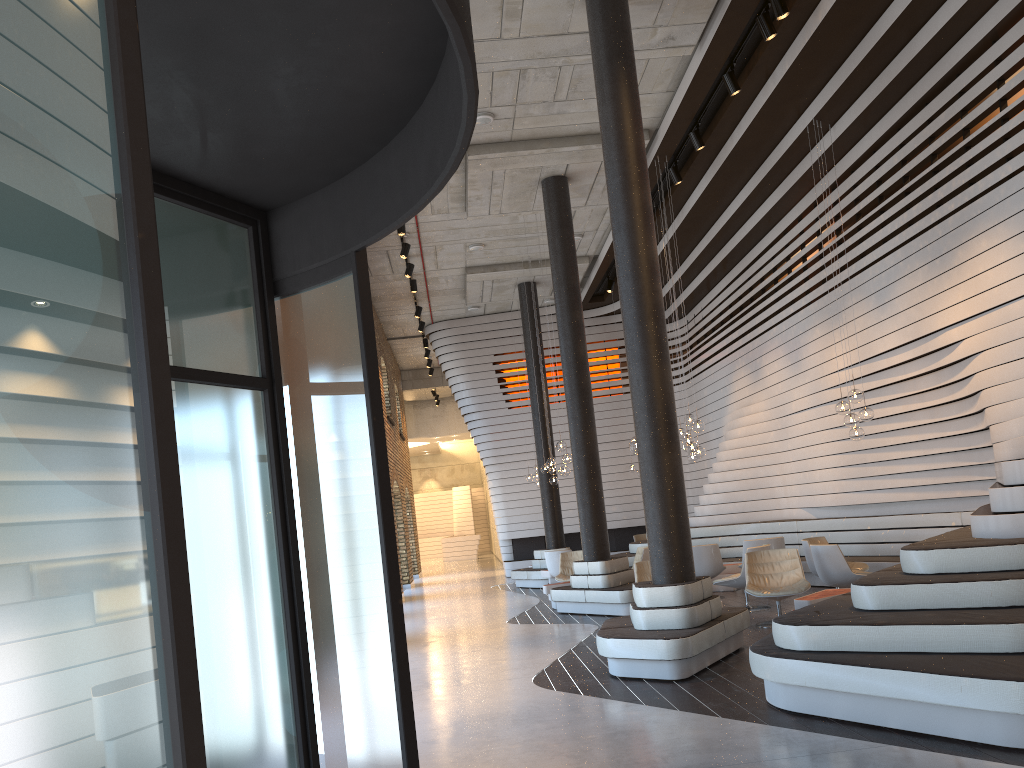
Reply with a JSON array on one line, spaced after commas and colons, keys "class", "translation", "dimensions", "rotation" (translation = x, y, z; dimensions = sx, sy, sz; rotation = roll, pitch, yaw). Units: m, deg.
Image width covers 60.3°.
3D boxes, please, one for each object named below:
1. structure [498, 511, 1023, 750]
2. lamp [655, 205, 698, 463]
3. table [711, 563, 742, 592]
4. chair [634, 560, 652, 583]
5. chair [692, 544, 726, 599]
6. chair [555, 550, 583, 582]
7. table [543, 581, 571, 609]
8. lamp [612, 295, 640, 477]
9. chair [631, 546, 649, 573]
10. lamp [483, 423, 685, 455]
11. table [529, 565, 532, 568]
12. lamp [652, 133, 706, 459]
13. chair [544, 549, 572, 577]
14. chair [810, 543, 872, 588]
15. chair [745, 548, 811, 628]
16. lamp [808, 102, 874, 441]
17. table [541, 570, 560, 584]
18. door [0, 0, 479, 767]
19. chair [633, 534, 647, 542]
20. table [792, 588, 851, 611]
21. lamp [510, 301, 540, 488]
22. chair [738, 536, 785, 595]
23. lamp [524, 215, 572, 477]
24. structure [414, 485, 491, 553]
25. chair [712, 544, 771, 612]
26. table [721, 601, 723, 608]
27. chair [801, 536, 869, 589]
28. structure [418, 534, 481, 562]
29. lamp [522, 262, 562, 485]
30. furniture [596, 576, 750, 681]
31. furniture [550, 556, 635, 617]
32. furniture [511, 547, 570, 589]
[{"class": "structure", "translation": [3.571, 2.600, 13.396], "dimensions": [5.756, 0.921, 18.429], "rotation": [-5, -9, -7]}, {"class": "lamp", "translation": [2.492, -1.080, 13.717], "dimensions": [0.292, 4.647, 0.549], "rotation": [-6, -3, -9]}, {"class": "table", "translation": [3.063, 2.897, 13.148], "dimensions": [0.917, 0.368, 0.412], "rotation": [-11, -7, 29]}, {"class": "chair", "translation": [1.697, 2.329, 9.709], "dimensions": [0.656, 0.761, 0.717], "rotation": [-6, -5, -3]}, {"class": "chair", "translation": [2.651, 2.617, 12.309], "dimensions": [0.661, 0.761, 0.711], "rotation": [-8, -6, 17]}, {"class": "chair", "translation": [1.030, 3.038, 13.940], "dimensions": [0.660, 0.761, 0.712], "rotation": [-8, -5, 14]}, {"class": "table", "translation": [0.903, 3.128, 13.130], "dimensions": [0.902, 0.368, 0.419], "rotation": [-5, -6, -10]}, {"class": "lamp", "translation": [2.466, -0.357, 18.503], "dimensions": [0.549, 4.647, 0.292], "rotation": [-7, -3, 22]}, {"class": "chair", "translation": [1.775, 2.845, 13.193], "dimensions": [0.710, 0.762, 0.662], "rotation": [-6, -5, 0]}, {"class": "lamp", "translation": [2.876, -2.420, 3.931], "dimensions": [9.019, 4.581, 42.365], "rotation": [-6, -8, -4]}, {"class": "table", "translation": [0.759, 3.970, 18.618], "dimensions": [0.899, 0.368, 0.420], "rotation": [-3, -7, -25]}, {"class": "lamp", "translation": [2.172, -1.342, 11.810], "dimensions": [0.310, 4.713, 0.664], "rotation": [-6, -3, 5]}, {"class": "chair", "translation": [0.943, 3.273, 15.437], "dimensions": [0.665, 0.761, 0.707], "rotation": [-10, -6, 34]}, {"class": "chair", "translation": [3.707, 2.114, 9.730], "dimensions": [0.709, 0.762, 0.663], "rotation": [-6, -5, -4]}, {"class": "chair", "translation": [2.799, 2.150, 9.315], "dimensions": [0.660, 0.761, 0.712], "rotation": [-7, -5, 13]}, {"class": "lamp", "translation": [3.683, -1.662, 10.216], "dimensions": [0.527, 4.686, 0.338], "rotation": [-4, -3, -42]}, {"class": "table", "translation": [0.989, 3.582, 16.206], "dimensions": [0.907, 0.368, 0.416], "rotation": [-7, -6, 5]}, {"class": "door", "translation": [-1.552, 0.543, 2.062], "dimensions": [3.207, 2.834, 3.276], "rotation": [-7, -6, 3]}, {"class": "chair", "translation": [2.919, 3.502, 18.377], "dimensions": [0.651, 0.761, 0.722], "rotation": [-3, -6, -30]}, {"class": "table", "translation": [3.031, 2.196, 8.467], "dimensions": [0.899, 0.368, 0.420], "rotation": [-2, -7, -30]}, {"class": "lamp", "translation": [0.290, -0.031, 19.112], "dimensions": [0.539, 4.601, 0.279], "rotation": [-4, -4, -44]}, {"class": "chair", "translation": [3.497, 2.519, 12.265], "dimensions": [0.657, 0.761, 0.715], "rotation": [-7, -5, 4]}, {"class": "lamp", "translation": [0.549, -0.881, 13.646], "dimensions": [0.541, 4.647, 0.297], "rotation": [-5, -3, -18]}, {"class": "structure", "translation": [-2.962, 6.102, 38.436], "dimensions": [4.526, 2.846, 5.877], "rotation": [-6, -7, -4]}, {"class": "chair", "translation": [2.820, 2.360, 10.727], "dimensions": [0.720, 0.762, 0.652], "rotation": [-10, -6, 36]}, {"class": "table", "translation": [1.653, 2.412, 8.914], "dimensions": [0.905, 0.368, 0.417], "rotation": [-6, -6, -1]}, {"class": "chair", "translation": [3.941, 2.239, 10.728], "dimensions": [0.721, 0.761, 0.652], "rotation": [-11, -7, 41]}, {"class": "structure", "translation": [-2.528, 6.698, 36.117], "dimensions": [2.532, 0.891, 7.621], "rotation": [-2, -9, -26]}, {"class": "lamp", "translation": [0.564, -0.436, 16.237], "dimensions": [0.539, 4.601, 0.279], "rotation": [-4, -3, -42]}, {"class": "furniture", "translation": [1.264, 2.119, 7.848], "dimensions": [1.291, 0.717, 1.765], "rotation": [-11, -9, 32]}, {"class": "furniture", "translation": [1.470, 2.740, 12.119], "dimensions": [1.265, 0.717, 1.802], "rotation": [-2, -9, -33]}, {"class": "furniture", "translation": [0.633, 3.631, 17.433], "dimensions": [1.271, 0.717, 1.794], "rotation": [-5, -8, -8]}]
